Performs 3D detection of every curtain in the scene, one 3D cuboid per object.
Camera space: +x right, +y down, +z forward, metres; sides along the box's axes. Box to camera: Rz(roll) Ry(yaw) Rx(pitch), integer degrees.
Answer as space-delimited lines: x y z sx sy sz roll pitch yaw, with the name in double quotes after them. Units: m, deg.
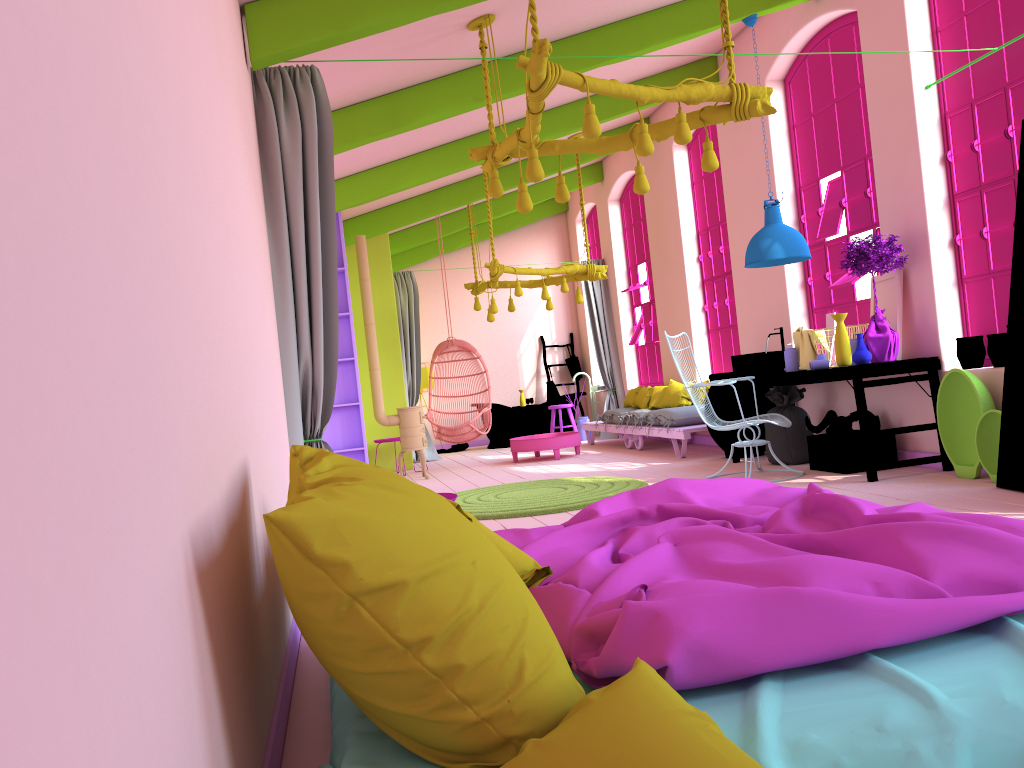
-1.060 -0.346 4.614 0.518 2.785 0.525 -6 0 -30 "curtain"
-1.460 -0.276 12.791 0.518 2.785 0.525 -6 0 -30 "curtain"
1.413 -0.528 13.354 0.518 2.785 0.525 -6 0 8 "curtain"

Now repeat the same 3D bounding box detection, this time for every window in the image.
1.895 -1.447 12.439 0.551 3.010 1.514 -6 0 -11 "window"
3.221 -1.631 5.736 0.072 3.047 1.275 -6 0 -11 "window"
2.370 -1.519 10.032 0.072 3.047 1.275 -6 0 -11 "window"
2.854 -1.575 7.620 0.492 3.004 1.497 -6 0 -11 "window"
1.523 -1.408 14.311 0.072 3.047 1.275 -6 0 -11 "window"

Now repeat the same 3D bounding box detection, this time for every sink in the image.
2.202 -0.187 7.865 0.340 0.194 0.609 -6 0 -11 "sink"

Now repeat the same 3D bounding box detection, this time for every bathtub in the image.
0.308 0.582 14.194 1.889 0.740 0.826 -6 0 -11 "bathtub"

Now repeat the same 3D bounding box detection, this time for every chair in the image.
0.730 0.607 13.150 0.472 0.593 0.446 -6 0 -42 "chair"
-0.798 -0.807 11.133 0.860 3.130 0.806 -6 0 8 "chair"
1.785 0.143 7.078 0.925 1.238 1.078 -6 0 23 "chair"

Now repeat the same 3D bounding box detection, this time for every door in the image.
3.047 -0.492 4.789 0.450 2.211 1.153 -6 0 -1 "door"

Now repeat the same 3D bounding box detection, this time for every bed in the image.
0.802 0.594 2.700 2.801 0.514 3.577 -6 0 -11 "bed"

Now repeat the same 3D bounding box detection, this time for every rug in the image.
0.153 0.915 7.210 1.888 0.050 1.889 -6 0 -24 "rug"

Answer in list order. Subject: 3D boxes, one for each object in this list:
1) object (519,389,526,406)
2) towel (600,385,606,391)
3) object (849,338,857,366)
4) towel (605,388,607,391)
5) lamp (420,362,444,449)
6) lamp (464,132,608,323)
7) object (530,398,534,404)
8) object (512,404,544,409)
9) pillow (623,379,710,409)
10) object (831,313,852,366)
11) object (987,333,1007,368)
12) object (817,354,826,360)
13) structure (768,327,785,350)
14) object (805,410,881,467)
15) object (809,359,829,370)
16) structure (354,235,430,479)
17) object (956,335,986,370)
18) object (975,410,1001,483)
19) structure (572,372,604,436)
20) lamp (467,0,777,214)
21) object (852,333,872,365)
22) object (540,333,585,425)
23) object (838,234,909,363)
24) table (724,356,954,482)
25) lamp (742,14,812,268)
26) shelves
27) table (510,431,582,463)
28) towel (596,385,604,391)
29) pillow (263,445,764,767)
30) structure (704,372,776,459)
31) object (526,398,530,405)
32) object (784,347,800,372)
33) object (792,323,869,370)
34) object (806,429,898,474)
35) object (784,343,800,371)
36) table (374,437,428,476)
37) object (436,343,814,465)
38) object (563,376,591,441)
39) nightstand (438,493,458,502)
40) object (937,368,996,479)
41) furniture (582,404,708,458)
0.167 0.250 14.141 0.097 0.321 0.097 -6 0 0 "object"
1.564 0.047 14.286 0.247 0.102 0.262 -6 0 -21 "towel"
2.561 -0.240 6.593 0.109 0.197 0.109 -6 0 26 "object"
1.615 0.040 14.022 0.262 0.102 0.247 -6 0 -16 "towel"
-1.478 0.393 14.484 0.491 1.467 0.476 -6 0 19 "lamp"
-0.006 -1.914 10.909 1.610 2.264 1.776 -6 0 -29 "lamp"
0.318 0.307 14.168 0.069 0.170 0.069 -6 0 8 "object"
0.253 0.375 14.187 0.360 0.068 1.324 -6 0 -11 "object"
1.834 0.153 11.072 0.578 0.399 1.998 -6 0 -11 "pillow"
2.416 -0.323 6.494 0.116 0.383 0.116 -6 0 -37 "object"
3.234 -0.225 5.843 0.182 0.223 0.182 -6 0 -29 "object"
2.451 -0.178 7.023 0.065 0.118 0.065 -6 0 37 "object"
2.367 -0.304 7.925 0.166 0.397 0.087 -6 0 -2 "structure"
2.654 0.433 7.104 0.300 0.448 0.672 -6 0 -36 "object"
2.407 -0.150 6.946 0.137 0.076 0.076 -6 0 9 "object"
-1.337 -0.302 10.164 0.577 2.814 0.403 -6 0 6 "structure"
3.176 -0.217 6.135 0.182 0.223 0.182 -6 0 -34 "object"
3.067 0.382 5.535 0.137 0.463 0.284 -6 0 -26 "object"
1.270 0.324 14.369 0.452 1.061 0.254 -6 0 32 "structure"
0.326 -2.173 5.327 1.610 2.264 1.776 -6 0 -29 "lamp"
2.482 -0.249 6.304 0.132 0.219 0.132 -6 0 6 "object"
0.884 0.019 15.063 0.603 1.765 0.410 -6 0 -11 "object"
2.657 -0.629 6.491 0.503 0.951 0.441 -6 0 39 "object"
2.546 0.267 7.265 0.655 0.821 2.193 -6 0 -11 "table"
2.042 -1.977 7.166 0.529 2.002 0.528 -6 0 20 "lamp"
-2.546 -0.308 9.171 1.841 3.104 0.384 -6 0 -11 "shelves"
0.421 0.782 10.992 0.885 0.285 0.885 -6 0 15 "table"
1.512 0.054 14.548 0.262 0.102 0.247 -6 0 -11 "towel"
-0.228 0.538 2.235 0.848 0.822 2.618 -6 0 -22 "pillow"
2.253 0.295 8.746 0.717 0.845 0.718 -6 0 -44 "structure"
0.253 0.313 13.989 0.069 0.170 0.069 -6 0 8 "object"
2.329 -0.202 7.384 0.109 0.197 0.109 -6 0 -19 "object"
2.564 -0.311 7.251 0.444 0.369 0.633 -6 0 -11 "object"
2.661 0.526 6.956 0.446 0.277 0.522 -6 0 -11 "object"
2.448 -0.238 7.677 0.165 0.250 0.410 -6 0 24 "object"
-1.397 0.891 10.991 0.596 0.458 0.595 -6 0 26 "table"
0.539 0.122 11.206 2.826 1.580 7.866 -6 0 -11 "object"
1.032 0.374 13.562 0.451 0.987 0.277 -6 0 33 "object"
-0.518 0.764 4.010 0.596 0.458 0.595 -6 0 26 "nightstand"
3.060 0.250 5.870 0.218 0.734 0.451 -6 0 -11 "object"
1.725 0.530 10.962 0.907 0.507 3.776 -6 0 -11 "furniture"
